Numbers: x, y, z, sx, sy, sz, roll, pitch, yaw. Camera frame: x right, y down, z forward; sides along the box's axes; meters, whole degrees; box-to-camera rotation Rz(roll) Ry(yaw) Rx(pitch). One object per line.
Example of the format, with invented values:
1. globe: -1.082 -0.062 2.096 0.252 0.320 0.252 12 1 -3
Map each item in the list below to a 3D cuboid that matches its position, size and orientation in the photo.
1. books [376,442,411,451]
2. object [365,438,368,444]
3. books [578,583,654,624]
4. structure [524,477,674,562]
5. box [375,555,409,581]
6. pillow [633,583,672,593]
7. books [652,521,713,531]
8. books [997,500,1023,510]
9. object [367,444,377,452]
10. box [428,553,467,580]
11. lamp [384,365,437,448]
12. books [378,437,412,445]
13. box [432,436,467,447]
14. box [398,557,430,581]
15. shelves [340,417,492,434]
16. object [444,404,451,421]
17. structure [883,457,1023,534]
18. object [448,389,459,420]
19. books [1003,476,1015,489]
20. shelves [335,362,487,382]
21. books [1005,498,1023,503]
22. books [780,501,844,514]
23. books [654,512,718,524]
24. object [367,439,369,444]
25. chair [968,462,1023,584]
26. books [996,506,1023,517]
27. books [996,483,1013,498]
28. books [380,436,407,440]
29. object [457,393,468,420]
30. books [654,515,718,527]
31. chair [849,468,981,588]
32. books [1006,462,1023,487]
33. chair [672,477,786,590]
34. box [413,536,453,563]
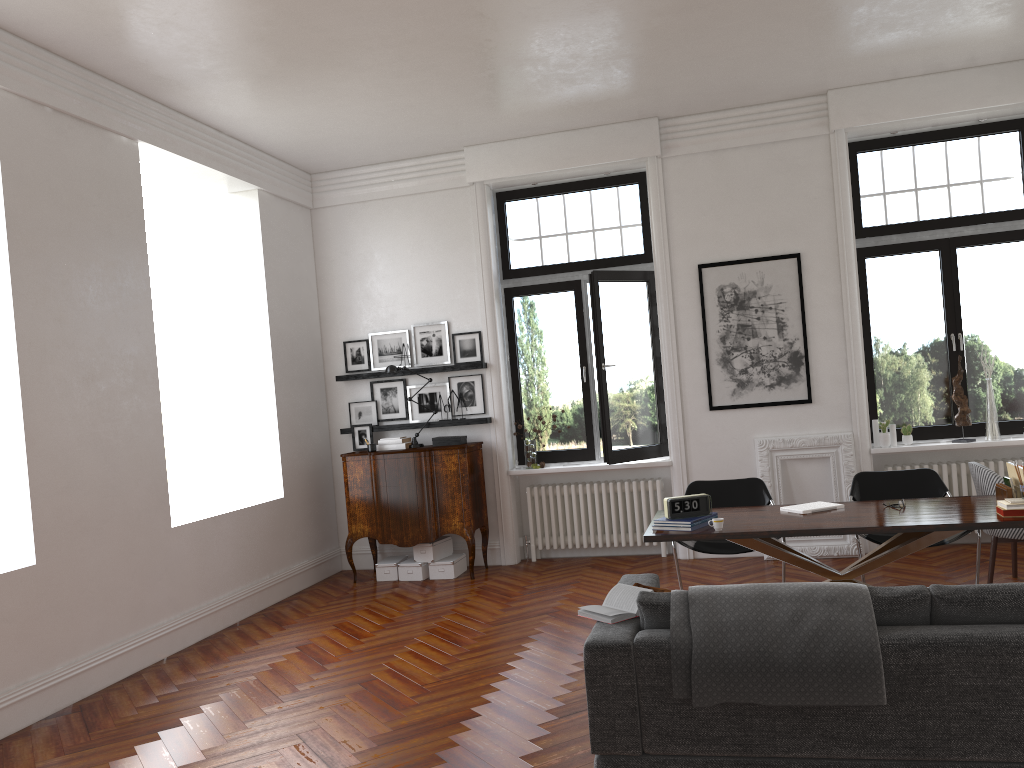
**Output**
1. books: -1.109 0.593 8.413 0.294 0.057 0.229 -5 -1 14
2. object: -1.343 0.560 8.249 0.050 0.119 0.010 -5 1 17
3. books: 0.460 0.946 3.844 0.278 0.096 0.225 -4 -1 -34
4. structure: 0.813 1.332 8.533 1.454 0.778 0.225 -5 1 14
5. box: -1.132 1.757 8.424 0.209 0.177 0.394 -5 0 9
6. pillow: 0.784 1.055 3.923 0.330 0.397 0.470 -5 0 -39
7. books: 1.053 0.849 5.386 0.264 0.027 0.347 -5 -1 39
8. books: 2.788 0.656 4.844 0.207 0.028 0.164 -5 -1 12
9. object: -1.303 0.597 8.249 0.091 0.077 0.091 -5 0 -13
10. box: -0.596 1.711 8.288 0.245 0.177 0.394 -5 0 14
11. lamp: -0.950 0.208 8.432 0.490 0.802 0.174 -5 1 -21
12. books: -1.111 0.542 8.418 0.239 0.044 0.254 -5 -1 14
13. box: -0.587 0.536 8.364 0.282 0.086 0.208 -5 0 14
14. box: -0.871 1.734 8.326 0.245 0.177 0.394 -5 0 19
15. shelves: -0.942 0.407 8.620 1.515 0.055 0.156 -5 0 14
16. object: -0.621 0.275 8.515 0.066 0.161 0.040 -5 1 14
17. structure: 3.974 1.062 7.724 1.454 0.778 0.225 -5 1 14
18. object: -0.560 0.201 8.534 0.118 0.299 0.040 -5 1 14
19. books: 2.909 0.622 5.173 0.041 0.157 0.128 -5 0 14
20. shelves: -0.986 -0.114 8.613 1.515 0.055 0.158 -5 0 14
21. books: 2.800 0.636 4.851 0.159 0.008 0.128 -5 -1 16
22. books: 1.902 0.785 5.619 0.325 0.026 0.231 -5 -1 -21
23. books: 1.054 0.810 5.372 0.250 0.017 0.344 -5 -1 39
24. object: -1.330 0.566 8.271 0.046 0.139 0.010 -5 1 11
25. chair: 3.518 0.976 6.167 0.547 0.900 0.716 -5 0 7
26. books: 2.782 0.691 4.841 0.216 0.040 0.159 -5 -1 16
27. books: 2.856 0.648 5.143 0.028 0.125 0.221 -5 0 14
28. books: -1.122 0.514 8.398 0.201 0.014 0.179 -5 -1 14
29. object: -0.484 0.214 8.544 0.110 0.262 0.040 -5 1 14
30. books: 1.055 0.827 5.372 0.250 0.017 0.344 -5 -1 39
31. chair: 2.680 1.051 6.002 0.753 0.873 0.745 -5 0 14
32. books: 2.943 0.584 5.143 0.043 0.239 0.310 -5 0 14
33. chair: 1.544 1.148 6.292 0.753 0.873 0.745 -5 0 14
34. box: -0.737 1.547 8.318 0.209 0.177 0.394 -5 0 24
